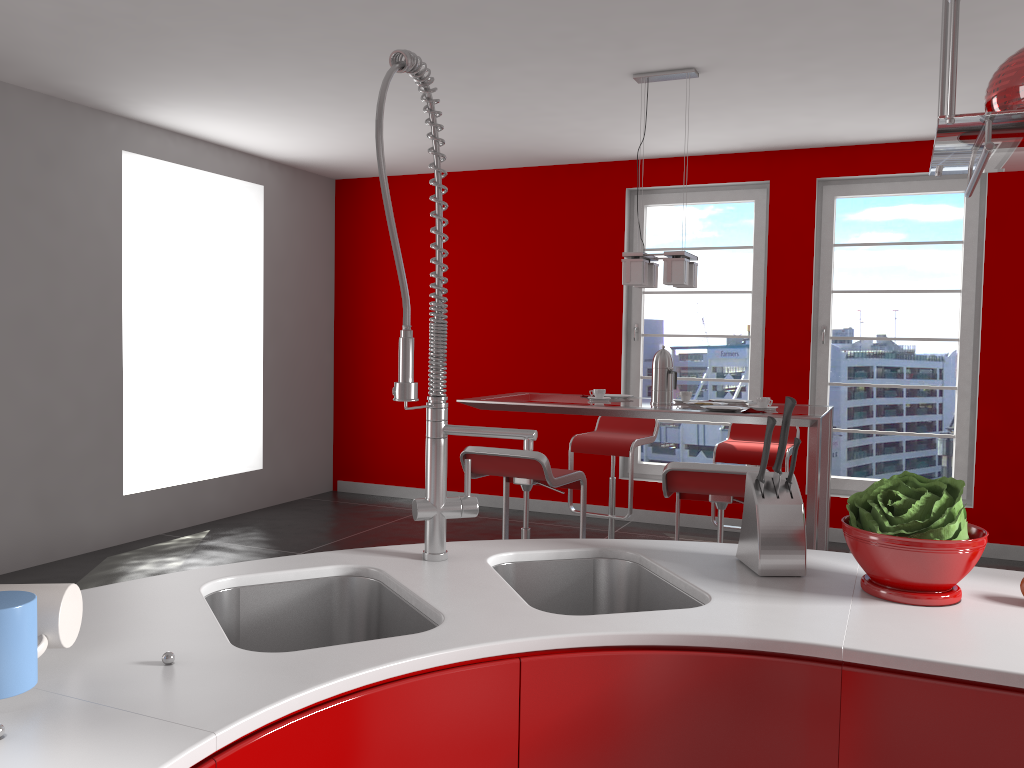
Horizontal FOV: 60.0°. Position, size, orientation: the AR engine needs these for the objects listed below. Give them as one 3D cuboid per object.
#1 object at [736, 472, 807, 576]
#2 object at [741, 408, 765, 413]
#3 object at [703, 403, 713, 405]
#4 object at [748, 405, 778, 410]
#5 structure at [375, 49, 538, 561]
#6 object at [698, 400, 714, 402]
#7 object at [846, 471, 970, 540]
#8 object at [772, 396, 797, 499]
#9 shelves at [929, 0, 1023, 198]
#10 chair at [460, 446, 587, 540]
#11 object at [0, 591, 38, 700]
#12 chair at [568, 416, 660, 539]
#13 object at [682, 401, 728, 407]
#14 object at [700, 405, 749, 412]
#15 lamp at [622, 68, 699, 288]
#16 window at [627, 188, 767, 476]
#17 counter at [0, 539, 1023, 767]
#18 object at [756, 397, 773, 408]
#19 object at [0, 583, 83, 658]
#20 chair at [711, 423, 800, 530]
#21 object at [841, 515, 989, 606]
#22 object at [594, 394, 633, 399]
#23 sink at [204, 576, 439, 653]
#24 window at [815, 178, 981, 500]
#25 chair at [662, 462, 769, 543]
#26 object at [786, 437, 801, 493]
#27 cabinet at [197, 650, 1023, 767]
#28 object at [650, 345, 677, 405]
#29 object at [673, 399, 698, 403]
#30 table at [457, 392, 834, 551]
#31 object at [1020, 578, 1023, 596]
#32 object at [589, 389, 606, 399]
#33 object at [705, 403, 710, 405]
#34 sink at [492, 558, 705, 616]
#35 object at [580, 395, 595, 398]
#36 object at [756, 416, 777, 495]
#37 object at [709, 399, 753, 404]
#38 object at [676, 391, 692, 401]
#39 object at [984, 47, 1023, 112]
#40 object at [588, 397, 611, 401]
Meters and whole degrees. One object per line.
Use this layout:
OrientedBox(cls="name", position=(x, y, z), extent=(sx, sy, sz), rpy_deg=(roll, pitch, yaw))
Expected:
OrientedBox(cls="object", position=(0.489, 0.256, 1.673), extent=(0.091, 0.178, 0.137), rpy_deg=(1, 3, -3))
OrientedBox(cls="object", position=(1.077, 0.119, 3.921), extent=(0.095, 0.012, 0.234), rpy_deg=(2, 3, 24))
OrientedBox(cls="object", position=(0.940, 0.094, 4.246), extent=(0.034, 0.006, 0.036), rpy_deg=(-1, 3, -29))
OrientedBox(cls="object", position=(1.159, 0.111, 4.096), extent=(0.119, 0.016, 0.119), rpy_deg=(4, 4, 43))
OrientedBox(cls="structure", position=(-0.121, -0.121, 1.616), extent=(0.308, 0.920, 0.178), rpy_deg=(0, 3, -23))
OrientedBox(cls="object", position=(0.981, 0.087, 4.540), extent=(0.095, 0.012, 0.234), rpy_deg=(2, 3, 22))
OrientedBox(cls="object", position=(0.675, 0.247, 1.520), extent=(0.198, 0.182, 0.193), rpy_deg=(3, 3, 29))
OrientedBox(cls="object", position=(0.491, 0.182, 1.642), extent=(0.014, 0.322, 0.150), rpy_deg=(1, 3, -5))
OrientedBox(cls="shelves", position=(1.128, -0.830, 1.249), extent=(0.934, 1.023, 0.462), rpy_deg=(2, 3, 24))
OrientedBox(cls="chair", position=(0.049, 0.684, 3.822), extent=(0.418, 0.857, 0.460), rpy_deg=(3, 3, 28))
OrientedBox(cls="object", position=(-0.578, 0.293, 0.982), extent=(0.080, 0.100, 0.109), rpy_deg=(1, 3, -3))
OrientedBox(cls="chair", position=(0.612, 0.618, 5.325), extent=(0.418, 0.857, 0.460), rpy_deg=(3, 3, 31))
OrientedBox(cls="object", position=(0.926, 0.099, 4.243), extent=(0.217, 0.015, 0.217), rpy_deg=(-1, 3, -29))
OrientedBox(cls="object", position=(0.954, 0.112, 3.982), extent=(0.217, 0.015, 0.217), rpy_deg=(-1, 3, -30))
OrientedBox(cls="lamp", position=(0.736, -0.990, 4.320), extent=(0.304, 1.025, 0.304), rpy_deg=(2, 3, 24))
OrientedBox(cls="window", position=(1.304, -0.343, 6.326), extent=(0.938, 2.038, 0.117), rpy_deg=(2, 3, 24))
OrientedBox(cls="counter", position=(0.273, 0.815, 1.074), extent=(2.865, 0.880, 1.868), rpy_deg=(-1, 3, -33))
OrientedBox(cls="object", position=(1.166, 0.087, 4.092), extent=(0.078, 0.049, 0.062), rpy_deg=(2, 3, 23))
OrientedBox(cls="object", position=(-0.609, 0.295, 1.109), extent=(0.100, 0.080, 0.109), rpy_deg=(1, 3, -6))
OrientedBox(cls="chair", position=(1.377, 0.648, 5.013), extent=(0.418, 0.857, 0.460), rpy_deg=(2, 3, 26))
OrientedBox(cls="object", position=(0.684, 0.300, 1.519), extent=(0.229, 0.118, 0.228), rpy_deg=(1, 3, -5))
OrientedBox(cls="object", position=(0.540, 0.068, 4.722), extent=(0.217, 0.015, 0.217), rpy_deg=(-2, 4, -42))
OrientedBox(cls="sink", position=(-0.313, 0.452, 1.418), extent=(0.326, 0.172, 0.428), rpy_deg=(0, 3, -27))
OrientedBox(cls="window", position=(2.494, -0.295, 5.806), extent=(0.938, 2.038, 0.117), rpy_deg=(2, 3, 24))
OrientedBox(cls="chair", position=(0.812, 0.715, 3.482), extent=(0.418, 0.857, 0.460), rpy_deg=(2, 3, 19))
OrientedBox(cls="object", position=(0.517, 0.195, 1.653), extent=(0.009, 0.197, 0.091), rpy_deg=(1, 3, -5))
OrientedBox(cls="cabinet", position=(0.503, 0.794, 0.927), extent=(1.875, 0.761, 1.025), rpy_deg=(0, 3, -21))
OrientedBox(cls="object", position=(0.751, -0.045, 4.327), extent=(0.149, 0.287, 0.113), rpy_deg=(3, 3, 32))
OrientedBox(cls="object", position=(0.873, 0.088, 4.456), extent=(0.119, 0.016, 0.119), rpy_deg=(2, 3, 21))
OrientedBox(cls="table", position=(0.657, 0.593, 4.423), extent=(1.700, 1.000, 0.800), rpy_deg=(2, 3, 24))
OrientedBox(cls="object", position=(0.876, 0.342, 1.463), extent=(0.064, 0.048, 0.063), rpy_deg=(1, 3, 2))
OrientedBox(cls="object", position=(0.441, 0.052, 4.534), extent=(0.062, 0.049, 0.078), rpy_deg=(-2, 4, -44))
OrientedBox(cls="object", position=(0.923, 0.096, 4.207), extent=(0.034, 0.006, 0.036), rpy_deg=(2, 3, 12))
OrientedBox(cls="sink", position=(0.140, 0.451, 1.595), extent=(0.326, 0.172, 0.428), rpy_deg=(0, 3, -15))
OrientedBox(cls="object", position=(0.414, 0.064, 4.780), extent=(0.095, 0.012, 0.234), rpy_deg=(2, 3, 22))
OrientedBox(cls="object", position=(0.463, 0.196, 1.650), extent=(0.012, 0.279, 0.130), rpy_deg=(1, 3, -5))
OrientedBox(cls="object", position=(1.107, 0.090, 4.481), extent=(0.217, 0.015, 0.217), rpy_deg=(1, 3, -1))
OrientedBox(cls="object", position=(0.870, 0.063, 4.462), extent=(0.062, 0.049, 0.078), rpy_deg=(0, 3, -26))
OrientedBox(cls="object", position=(0.850, -0.513, 1.363), extent=(0.213, 0.266, 0.213), rpy_deg=(-1, 4, -38))
OrientedBox(cls="object", position=(0.446, 0.076, 4.530), extent=(0.119, 0.016, 0.119), rpy_deg=(1, 3, 4))
